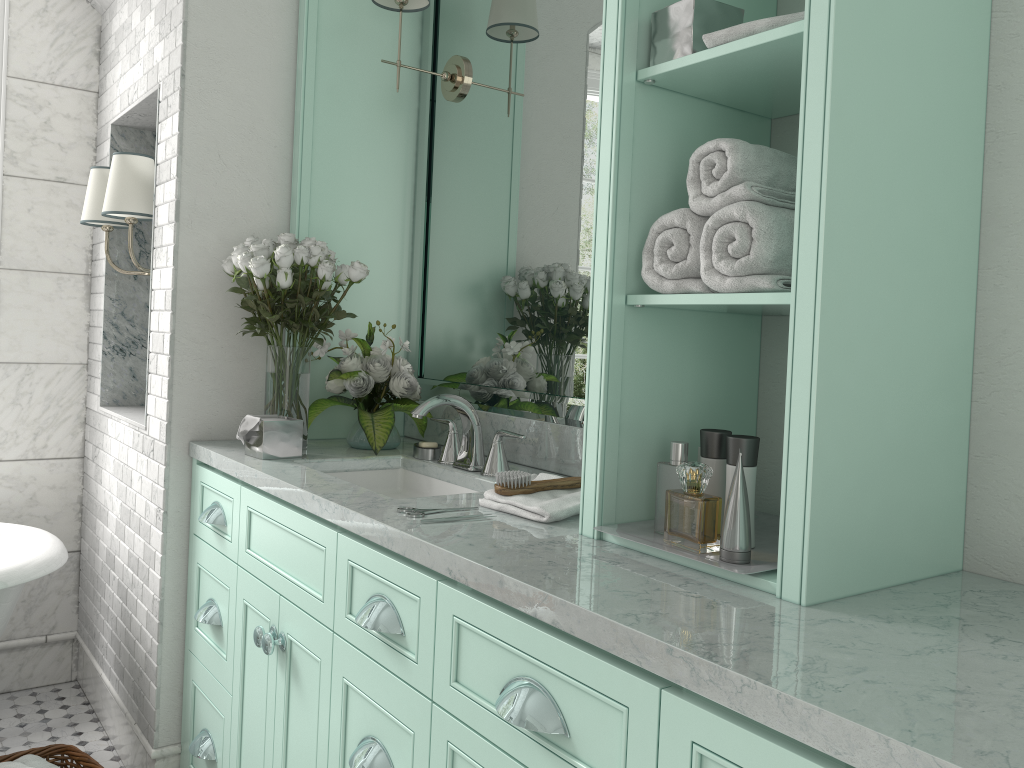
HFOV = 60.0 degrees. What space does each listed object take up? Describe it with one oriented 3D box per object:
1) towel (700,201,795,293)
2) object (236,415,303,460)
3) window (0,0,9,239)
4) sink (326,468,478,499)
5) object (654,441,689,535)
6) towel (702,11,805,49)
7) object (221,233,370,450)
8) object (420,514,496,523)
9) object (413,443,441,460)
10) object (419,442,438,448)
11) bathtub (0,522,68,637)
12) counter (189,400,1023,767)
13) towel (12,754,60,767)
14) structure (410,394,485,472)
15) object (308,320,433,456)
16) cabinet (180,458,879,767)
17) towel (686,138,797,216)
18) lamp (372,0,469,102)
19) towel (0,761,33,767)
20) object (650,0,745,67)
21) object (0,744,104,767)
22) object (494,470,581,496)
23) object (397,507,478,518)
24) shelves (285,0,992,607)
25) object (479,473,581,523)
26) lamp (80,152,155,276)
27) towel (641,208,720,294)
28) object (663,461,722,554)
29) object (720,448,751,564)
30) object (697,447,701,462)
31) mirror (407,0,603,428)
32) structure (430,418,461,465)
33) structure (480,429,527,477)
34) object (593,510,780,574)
[{"bbox_3d":[0.473,-0.224,1.525,0.304,0.159,0.160,1,3,-36],"label":"towel"},{"bbox_3d":[-0.685,0.145,2.485,0.147,0.113,0.136,1,3,-40],"label":"object"},{"bbox_3d":[-2.755,-0.702,2.948,1.830,2.322,0.118,1,1,-36],"label":"window"},{"bbox_3d":[-0.291,0.301,2.286,0.346,0.079,0.603,0,4,-36],"label":"sink"},{"bbox_3d":[0.299,0.189,1.602,0.035,0.170,0.093,2,1,-36],"label":"object"},{"bbox_3d":[0.514,-0.579,1.504,0.316,0.056,0.239,0,4,-40],"label":"towel"},{"bbox_3d":[-0.666,-0.126,2.658,0.391,0.653,0.356,2,1,-25],"label":"object"},{"bbox_3d":[-0.106,0.264,1.745,0.167,0.005,0.020,1,4,-32],"label":"object"},{"bbox_3d":[-0.249,0.197,2.603,0.079,0.035,0.134,2,3,-18],"label":"object"},{"bbox_3d":[-0.244,0.177,2.584,0.051,0.022,0.077,2,3,-15],"label":"object"},{"bbox_3d":[-2.418,0.889,2.401,2.164,0.757,0.943,1,3,-36],"label":"bathtub"},{"bbox_3d":[0.171,0.231,1.814,0.823,0.181,2.812,0,4,-36],"label":"counter"},{"bbox_3d":[-1.235,1.121,2.392,0.313,0.186,0.164,4,2,24],"label":"towel"},{"bbox_3d":[-0.159,0.129,2.362,0.103,0.205,0.234,4,2,43],"label":"structure"},{"bbox_3d":[-0.422,0.004,2.759,0.394,0.402,0.453,1,2,-34],"label":"object"},{"bbox_3d":[0.127,0.865,1.809,0.862,1.097,2.802,1,3,-36],"label":"cabinet"},{"bbox_3d":[0.457,-0.353,1.582,0.298,0.142,0.169,1,3,-36],"label":"towel"},{"bbox_3d":[-0.299,-1.155,2.803,0.308,0.487,0.183,2,1,-37],"label":"lamp"},{"bbox_3d":[-1.244,1.081,2.250,0.321,0.211,0.149,4,2,37],"label":"towel"},{"bbox_3d":[0.336,-0.626,1.615,0.122,0.105,0.118,1,2,-30],"label":"object"},{"bbox_3d":[-1.242,1.196,2.337,0.551,0.261,0.345,5,3,44],"label":"object"},{"bbox_3d":[0.068,0.214,1.945,0.228,0.044,0.068,1,3,-27],"label":"object"},{"bbox_3d":[-0.158,0.258,1.829,0.175,0.007,0.075,0,4,-44],"label":"object"},{"bbox_3d":[0.310,-0.782,1.862,0.464,2.122,2.813,2,2,-36],"label":"shelves"},{"bbox_3d":[0.062,0.244,1.924,0.239,0.056,0.317,0,4,-40],"label":"object"},{"bbox_3d":[-1.329,-0.584,3.146,0.308,0.383,0.548,1,3,-36],"label":"lamp"},{"bbox_3d":[0.394,-0.234,1.639,0.311,0.163,0.153,1,3,-36],"label":"towel"},{"bbox_3d":[0.310,0.206,1.515,0.063,0.147,0.093,2,2,-31],"label":"object"},{"bbox_3d":[0.366,0.197,1.435,0.049,0.179,0.050,2,1,-34],"label":"object"},{"bbox_3d":[0.394,0.199,1.675,0.035,0.151,0.093,2,1,-33],"label":"object"},{"bbox_3d":[0.099,-0.867,2.489,0.015,1.932,1.438,2,2,-36],"label":"mirror"},{"bbox_3d":[-0.197,0.160,2.531,0.157,0.121,0.083,4,2,38],"label":"structure"},{"bbox_3d":[-0.010,0.181,2.309,0.157,0.121,0.083,4,2,38],"label":"structure"},{"bbox_3d":[0.421,0.277,1.594,0.438,0.008,0.350,0,4,-36],"label":"object"}]
